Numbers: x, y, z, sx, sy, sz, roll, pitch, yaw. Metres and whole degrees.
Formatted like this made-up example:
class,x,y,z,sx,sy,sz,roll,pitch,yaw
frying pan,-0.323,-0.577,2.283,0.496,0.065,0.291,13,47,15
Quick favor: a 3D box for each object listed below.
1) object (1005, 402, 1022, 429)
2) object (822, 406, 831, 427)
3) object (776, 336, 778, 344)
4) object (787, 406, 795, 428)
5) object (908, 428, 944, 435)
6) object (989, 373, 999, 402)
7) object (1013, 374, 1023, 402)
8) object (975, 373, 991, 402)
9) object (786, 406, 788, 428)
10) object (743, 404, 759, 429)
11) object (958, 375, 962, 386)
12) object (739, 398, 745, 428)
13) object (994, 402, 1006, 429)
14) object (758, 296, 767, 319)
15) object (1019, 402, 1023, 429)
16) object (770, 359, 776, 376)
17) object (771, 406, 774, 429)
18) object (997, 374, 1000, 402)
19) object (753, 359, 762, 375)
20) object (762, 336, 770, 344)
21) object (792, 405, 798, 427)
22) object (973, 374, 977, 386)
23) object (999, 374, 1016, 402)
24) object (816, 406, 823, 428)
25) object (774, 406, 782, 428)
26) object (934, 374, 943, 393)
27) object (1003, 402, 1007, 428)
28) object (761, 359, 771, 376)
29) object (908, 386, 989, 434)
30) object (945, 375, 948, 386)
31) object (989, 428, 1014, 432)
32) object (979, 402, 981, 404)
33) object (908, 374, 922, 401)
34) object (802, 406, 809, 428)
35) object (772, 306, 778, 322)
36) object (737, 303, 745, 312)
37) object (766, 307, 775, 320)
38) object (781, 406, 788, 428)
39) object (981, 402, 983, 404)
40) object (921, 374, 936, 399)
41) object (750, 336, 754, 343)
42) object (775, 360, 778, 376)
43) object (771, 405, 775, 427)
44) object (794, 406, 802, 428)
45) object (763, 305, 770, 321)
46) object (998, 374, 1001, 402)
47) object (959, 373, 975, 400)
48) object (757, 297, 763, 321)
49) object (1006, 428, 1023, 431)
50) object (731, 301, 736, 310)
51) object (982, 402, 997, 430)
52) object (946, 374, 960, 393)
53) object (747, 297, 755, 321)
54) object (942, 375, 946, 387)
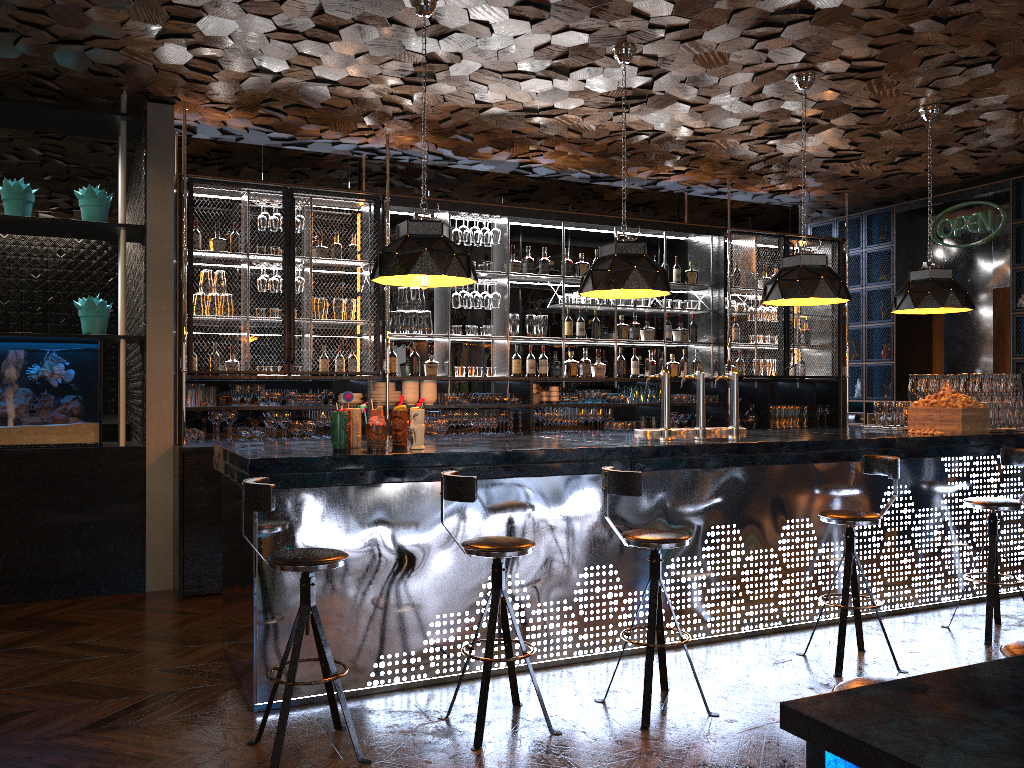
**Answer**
class,x,y,z,sx,sy,sz,roll,pitch,yaw
object,3.669,0.236,6.489,0.105,0.209,0.105,0,0,-1
object,3.355,0.347,9.500,0.101,0.227,0.101,0,0,42
object,2.825,-0.461,9.350,0.089,0.092,0.089,0,0,-41
object,2.912,0.343,9.253,0.079,0.231,0.079,0,0,1
object,2.868,0.331,6.125,0.198,0.045,0.377,0,0,13
object,3.490,0.027,6.466,0.105,0.209,0.105,0,0,-1
object,3.741,0.028,6.596,0.105,0.209,0.105,0,0,-1
object,3.410,0.027,6.423,0.105,0.209,0.105,0,0,-1
object,2.913,0.343,9.353,0.079,0.231,0.079,0,0,-24
object,2.457,0.333,9.110,0.158,0.248,0.158,0,0,-31
object,3.537,0.030,6.995,0.105,0.209,0.105,0,0,-1
object,2.305,0.300,9.101,0.170,0.313,0.170,0,0,-31
object,3.512,0.236,6.419,0.105,0.209,0.105,0,0,-1
object,2.608,-0.797,9.244,0.092,0.244,0.092,0,0,-31
object,3.763,0.237,6.549,0.105,0.209,0.105,0,0,-1
object,2.736,-0.154,9.373,0.105,0.209,0.105,0,0,-41
object,2.656,0.342,9.128,0.079,0.231,0.079,0,0,10
object,3.602,0.028,6.654,0.105,0.209,0.105,0,0,-1
object,2.598,-0.154,9.365,0.105,0.209,0.105,0,0,-41
object,2.669,-0.461,9.343,0.089,0.092,0.089,0,0,-25
object,3.000,0.343,9.392,0.079,0.231,0.079,0,0,44
object,3.450,0.028,6.577,0.105,0.209,0.105,0,0,-1
object,3.661,0.028,6.553,0.105,0.209,0.105,0,0,-1
object,3.243,0.346,9.402,0.101,0.227,0.101,0,0,42
object,2.748,0.342,9.174,0.079,0.231,0.079,0,0,-29
object,3.286,0.029,6.865,0.105,0.209,0.105,0,0,-1
object,3.630,0.237,6.598,0.105,0.209,0.105,0,0,-1
object,2.654,-0.154,9.264,0.105,0.209,0.105,0,0,-41
object,3.142,0.180,6.364,0.340,0.332,0.464,0,0,-22
object,3.497,0.031,7.106,0.105,0.209,0.105,0,0,-1
object,3.413,0.333,6.510,0.273,0.019,0.437,0,0,-26
object,3.379,0.236,6.468,0.105,0.209,0.105,0,0,-1
object,3.147,0.030,6.923,0.105,0.209,0.105,0,0,-1
object,3.087,0.343,9.336,0.079,0.231,0.079,0,0,-29
object,2.819,-0.796,9.528,0.092,0.244,0.092,0,0,-31
object,2.364,-0.787,9.158,0.089,0.092,0.089,0,0,25
object,2.707,-0.797,9.292,0.092,0.244,0.092,0,0,-31
object,2.823,0.342,9.212,0.079,0.231,0.079,0,0,41
object,3.474,0.236,6.522,0.105,0.209,0.105,0,0,-1
object,3.206,0.029,6.822,0.105,0.209,0.105,0,0,-1
object,2.547,-0.461,9.333,0.089,0.092,0.089,0,0,31
object,2.823,-0.153,9.468,0.105,0.209,0.105,0,0,-41
object,2.746,0.343,9.374,0.079,0.231,0.079,0,0,7
object,2.995,0.343,9.290,0.079,0.231,0.079,0,0,10
object,2.726,-0.796,9.483,0.092,0.244,0.092,0,0,-31
object,3.701,0.029,6.707,0.105,0.209,0.105,0,0,-1
object,3.351,0.028,6.524,0.105,0.209,0.105,0,0,-1
object,2.636,-0.796,9.440,0.092,0.244,0.092,0,0,-31
object,3.664,0.334,6.640,0.273,0.019,0.437,0,0,-26
object,2.260,-0.808,9.122,0.089,0.092,0.089,0,0,0
object,3.417,0.236,6.359,0.105,0.209,0.105,0,0,-1
object,3.457,0.030,6.951,0.105,0.209,0.105,0,0,-1
object,2.537,-0.797,9.393,0.092,0.244,0.092,0,0,-31
object,3.398,0.030,7.052,0.105,0.209,0.105,0,0,-1
